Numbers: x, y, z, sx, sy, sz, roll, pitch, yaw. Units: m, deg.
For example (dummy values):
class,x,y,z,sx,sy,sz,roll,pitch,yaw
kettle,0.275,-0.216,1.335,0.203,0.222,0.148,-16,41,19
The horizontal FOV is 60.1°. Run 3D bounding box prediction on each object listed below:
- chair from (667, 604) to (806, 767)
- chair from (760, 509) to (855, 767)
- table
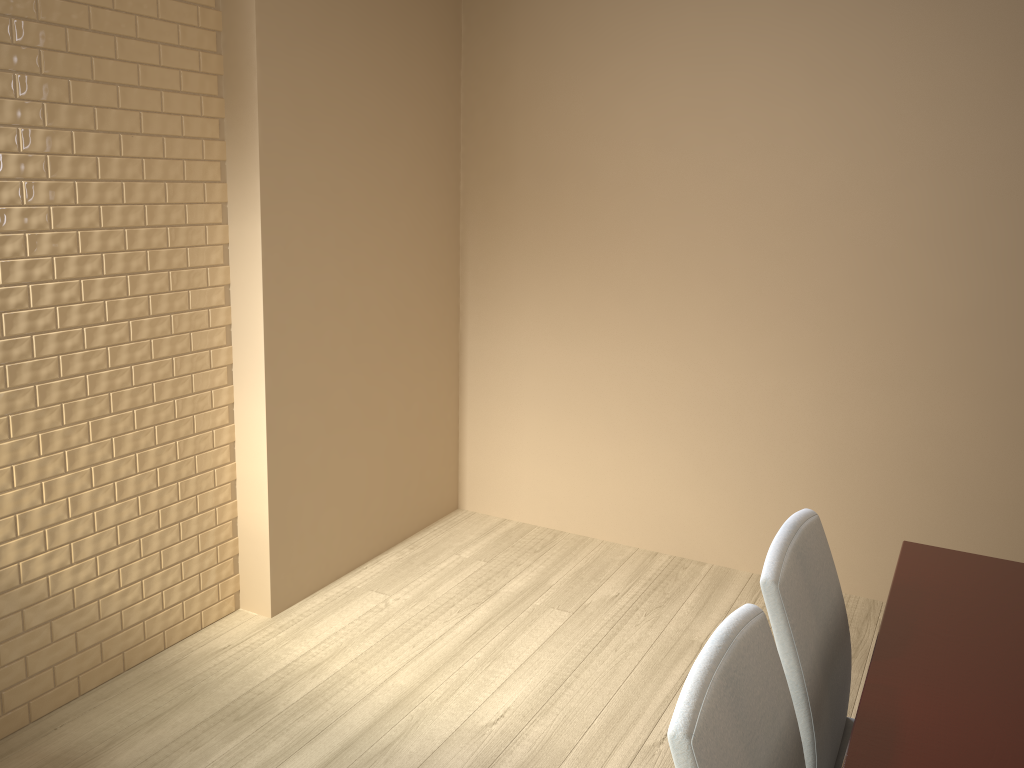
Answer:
class,x,y,z,sx,sy,sz,roll,pitch,yaw
chair,0.471,0.778,1.119,0.507,0.818,0.403,6,11,28
chair,0.689,0.692,1.516,0.507,0.818,0.403,6,11,28
table,0.751,0.882,1.025,0.754,0.672,1.776,7,14,28
